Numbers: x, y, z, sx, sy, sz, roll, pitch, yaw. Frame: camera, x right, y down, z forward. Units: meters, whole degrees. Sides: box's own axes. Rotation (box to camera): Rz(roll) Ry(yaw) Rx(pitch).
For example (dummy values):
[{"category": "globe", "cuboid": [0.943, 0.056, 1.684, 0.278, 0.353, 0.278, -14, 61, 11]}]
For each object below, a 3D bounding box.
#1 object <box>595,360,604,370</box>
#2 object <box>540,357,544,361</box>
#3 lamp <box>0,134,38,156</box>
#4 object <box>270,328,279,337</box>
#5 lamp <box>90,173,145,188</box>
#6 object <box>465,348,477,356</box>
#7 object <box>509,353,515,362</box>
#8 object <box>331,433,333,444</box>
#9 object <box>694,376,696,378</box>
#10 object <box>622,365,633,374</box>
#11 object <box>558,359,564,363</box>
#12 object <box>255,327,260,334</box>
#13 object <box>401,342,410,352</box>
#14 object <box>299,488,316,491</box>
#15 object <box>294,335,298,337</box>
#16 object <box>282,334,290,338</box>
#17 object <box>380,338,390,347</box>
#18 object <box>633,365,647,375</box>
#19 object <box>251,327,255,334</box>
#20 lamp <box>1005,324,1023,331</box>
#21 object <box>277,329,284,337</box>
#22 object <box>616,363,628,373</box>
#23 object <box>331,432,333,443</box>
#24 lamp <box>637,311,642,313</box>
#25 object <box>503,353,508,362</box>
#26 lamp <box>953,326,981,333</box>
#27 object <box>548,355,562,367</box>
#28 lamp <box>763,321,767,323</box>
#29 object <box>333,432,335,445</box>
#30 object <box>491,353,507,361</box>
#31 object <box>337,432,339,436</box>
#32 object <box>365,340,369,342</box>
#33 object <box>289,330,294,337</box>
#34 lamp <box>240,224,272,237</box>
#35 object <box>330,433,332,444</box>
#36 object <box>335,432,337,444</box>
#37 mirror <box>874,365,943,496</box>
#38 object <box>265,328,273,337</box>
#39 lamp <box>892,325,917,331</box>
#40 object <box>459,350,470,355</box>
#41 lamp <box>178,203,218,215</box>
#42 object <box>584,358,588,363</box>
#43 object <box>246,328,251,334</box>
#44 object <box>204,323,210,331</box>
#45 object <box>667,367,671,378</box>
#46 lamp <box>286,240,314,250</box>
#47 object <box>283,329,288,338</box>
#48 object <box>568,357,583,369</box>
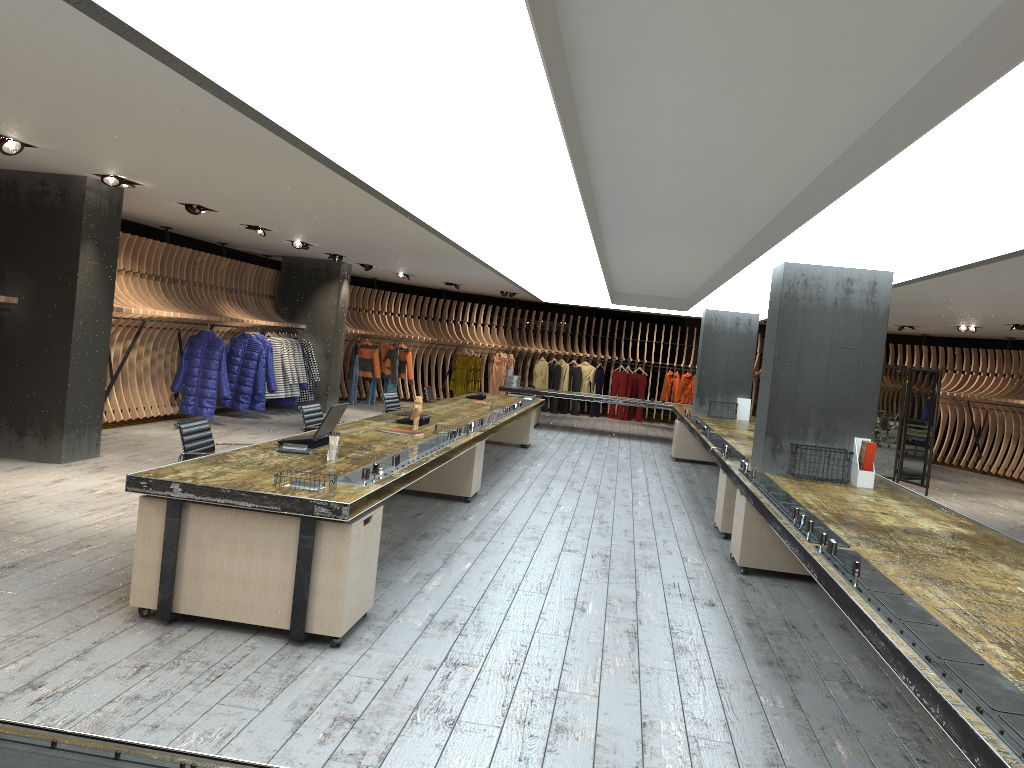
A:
[{"category": "object", "cuboid": [2.227, -0.475, 22.299, 0.012, 0.270, 0.525, 7, 3, 32]}, {"category": "object", "cuboid": [0.760, -0.612, 22.027, 0.012, 0.270, 0.526, 5, 2, -28]}, {"category": "lamp", "cuboid": [-3.965, -1.946, 6.896, 0.269, 0.288, 0.493, 6, 2, 7]}, {"category": "object", "cuboid": [-4.003, -0.782, 14.995, 0.518, 0.312, 0.012, 6, 2, 7]}, {"category": "lamp", "cuboid": [-3.761, -1.992, 8.478, 0.269, 0.295, 0.493, 6, 2, 7]}, {"category": "object", "cuboid": [-0.971, -0.757, 21.214, 0.525, 0.270, 0.012, 8, 2, 37]}, {"category": "object", "cuboid": [-0.041, -0.685, 21.717, 0.012, 0.270, 0.526, 5, 2, -28]}, {"category": "object", "cuboid": [-1.143, 0.391, 5.604, 0.007, 0.170, 0.030, 6, 2, -9]}, {"category": "object", "cuboid": [4.599, -0.210, 22.027, 0.012, 0.270, 0.525, 6, 2, -13]}, {"category": "object", "cuboid": [2.921, -0.400, 22.309, 0.012, 0.270, 0.526, 5, 2, -23]}, {"category": "object", "cuboid": [1.248, -0.567, 22.161, 0.012, 0.270, 0.526, 5, 3, -38]}, {"category": "object", "cuboid": [-4.117, -0.783, 14.304, 0.525, 0.270, 0.012, 6, 2, 7]}, {"category": "object", "cuboid": [-2.457, -0.855, 19.840, 0.525, 0.270, 0.012, 8, 2, 37]}, {"category": "object", "cuboid": [-1.072, 0.534, 4.596, 0.176, 0.004, 0.130, 7, 3, 12]}, {"category": "object", "cuboid": [-3.884, -0.805, 15.976, 0.518, 0.312, 0.012, 6, 2, 7]}, {"category": "object", "cuboid": [-3.977, -0.827, 15.637, 0.525, 0.270, 0.012, 6, 2, 7]}, {"category": "object", "cuboid": [-2.773, -0.866, 19.400, 0.525, 0.270, 0.012, 7, 2, 27]}, {"category": "object", "cuboid": [3.208, -0.369, 22.290, 0.012, 0.270, 0.526, 5, 3, -43]}, {"category": "object", "cuboid": [-4.125, -0.767, 14.125, 0.523, 0.291, 0.012, 6, 2, 7]}, {"category": "lamp", "cuboid": [8.274, -1.000, 14.481, 0.269, 0.291, 0.493, 6, 2, 3]}, {"category": "object", "cuboid": [-3.969, -0.790, 15.255, 0.518, 0.312, 0.012, 6, 2, 7]}, {"category": "object", "cuboid": [2.756, -0.417, 22.316, 0.012, 0.270, 0.526, 5, 3, -38]}, {"category": "object", "cuboid": [-1.144, 0.390, 5.641, 0.030, 0.170, 0.007, 7, 2, 20]}, {"category": "lamp", "cuboid": [2.947, -1.849, 21.041, 0.492, 0.296, 0.269, 6, 2, 1]}, {"category": "object", "cuboid": [-0.195, -0.699, 21.661, 0.012, 0.270, 0.526, 5, 2, -23]}, {"category": "lamp", "cuboid": [8.270, -1.073, 16.073, 0.269, 0.287, 0.493, 6, 2, -12]}, {"category": "object", "cuboid": [1.058, -0.585, 22.106, 0.526, 0.270, 0.012, 8, 3, 42]}, {"category": "lamp", "cuboid": [5.899, -1.498, 20.056, 0.493, 0.292, 0.269, 8, 3, 40]}, {"category": "object", "cuboid": [-1.135, 0.391, 5.645, 0.007, 0.170, 0.030, 5, 2, -43]}, {"category": "object", "cuboid": [-0.301, -0.707, 21.607, 0.526, 0.270, 0.012, 8, 3, 42]}, {"category": "object", "cuboid": [-1.117, 0.393, 5.638, 0.007, 0.170, 0.030, 6, 2, 10]}, {"category": "object", "cuboid": [-3.090, -0.879, 18.900, 0.525, 0.270, 0.012, 7, 2, 22]}, {"category": "object", "cuboid": [-3.905, -0.797, 15.789, 0.516, 0.316, 0.012, 6, 2, 7]}, {"category": "lamp", "cuboid": [-3.353, -2.091, 11.641, 0.269, 0.294, 0.493, 6, 2, 7]}, {"category": "object", "cuboid": [-1.147, 0.391, 5.607, 0.007, 0.170, 0.030, 6, 2, 3]}, {"category": "object", "cuboid": [-1.125, 0.392, 5.643, 0.007, 0.170, 0.030, 6, 2, -16]}, {"category": "mirror", "cuboid": [5.744, 0.629, 14.102, 0.443, 1.891, 2.114, 5, 3, -42]}, {"category": "object", "cuboid": [-4.033, -0.775, 14.762, 0.518, 0.312, 0.012, 6, 2, 7]}, {"category": "lamp", "cuboid": [7.845, -1.183, 17.600, 0.269, 0.292, 0.493, 5, 2, -25]}, {"category": "object", "cuboid": [-1.117, -0.767, 21.104, 0.525, 0.270, 0.012, 8, 2, 37]}, {"category": "lamp", "cuboid": [-3.557, -2.043, 10.059, 0.269, 0.292, 0.493, 6, 2, 7]}, {"category": "object", "cuboid": [1.852, -0.510, 22.265, 0.525, 0.270, 0.012, 7, 2, 32]}, {"category": "object", "cuboid": [-4.176, -0.761, 13.990, 0.523, 0.292, 0.012, 6, 2, 7]}, {"category": "object", "cuboid": [-4.337, -0.730, 12.606, 0.525, 0.270, 0.012, 6, 2, 7]}, {"category": "object", "cuboid": [3.952, -0.285, 22.187, 0.012, 0.270, 0.525, 7, 2, 22]}, {"category": "lamp", "cuboid": [-3.148, -2.144, 13.222, 0.269, 0.285, 0.493, 6, 2, 7]}, {"category": "object", "cuboid": [-3.947, -0.796, 15.433, 0.518, 0.312, 0.012, 6, 2, 7]}, {"category": "object", "cuboid": [1.549, -0.538, 22.206, 0.525, 0.270, 0.012, 7, 2, 32]}]
